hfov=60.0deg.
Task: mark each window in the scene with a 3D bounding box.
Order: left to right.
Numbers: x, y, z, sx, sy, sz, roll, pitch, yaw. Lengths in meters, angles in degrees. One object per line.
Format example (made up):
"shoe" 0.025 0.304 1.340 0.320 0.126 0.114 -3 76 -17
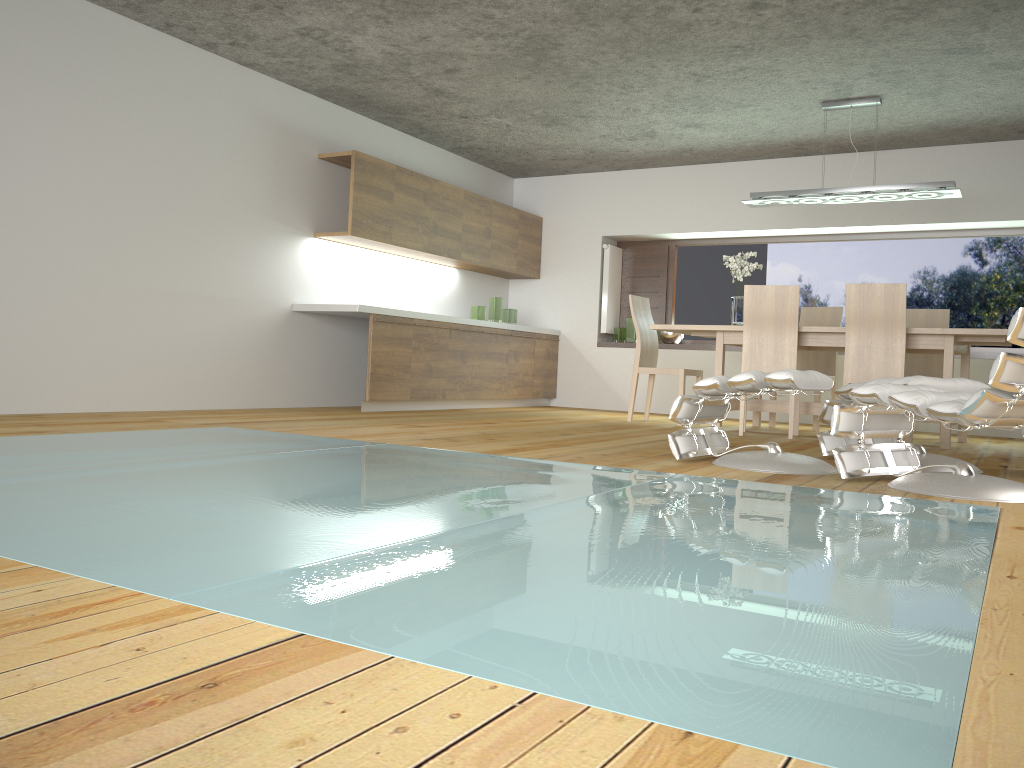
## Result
"window" 3.482 -0.844 8.147 4.189 0.978 0.012 3 0 30

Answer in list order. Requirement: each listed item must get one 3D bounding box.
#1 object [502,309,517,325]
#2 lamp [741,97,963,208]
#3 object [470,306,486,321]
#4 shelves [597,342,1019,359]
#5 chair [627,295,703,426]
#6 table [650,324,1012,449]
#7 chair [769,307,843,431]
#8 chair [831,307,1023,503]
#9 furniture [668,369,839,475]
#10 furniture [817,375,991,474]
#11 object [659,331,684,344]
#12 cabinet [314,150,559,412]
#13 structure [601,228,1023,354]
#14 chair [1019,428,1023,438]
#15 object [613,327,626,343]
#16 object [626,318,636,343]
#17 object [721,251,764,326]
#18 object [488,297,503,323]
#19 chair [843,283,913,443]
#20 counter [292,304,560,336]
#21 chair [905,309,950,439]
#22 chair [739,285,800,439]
"object" -0.025 -0.656 8.716 0.111 0.160 0.112 3 0 -35
"lamp" 2.475 -1.710 6.499 1.491 0.719 0.290 3 0 30
"object" -0.323 -0.665 8.493 0.112 0.160 0.111 3 0 -35
"shelves" 3.083 -0.287 8.083 4.873 0.054 0.403 3 1 30
"chair" 1.223 -0.196 7.117 0.506 1.017 0.404 2 0 33
"table" 2.379 0.001 6.401 2.502 0.756 1.199 3 1 33
"chair" 2.427 -0.144 7.268 0.404 1.017 0.506 2 0 41
"chair" 1.748 -0.077 3.335 0.569 0.969 0.914 3 0 -35
"furniture" 1.126 0.147 3.995 0.686 0.439 0.569 3 1 36
"furniture" 1.947 0.178 4.343 0.569 0.439 0.686 2 1 -25
"object" 1.604 -0.465 8.920 0.247 0.137 0.247 2 1 -25
"cabinet" -0.531 -0.791 8.167 0.656 2.004 3.090 2 0 30
"structure" 3.118 -0.829 8.109 4.878 1.154 0.525 3 0 30
"chair" 2.796 -0.040 3.905 0.914 0.969 0.569 3 0 40
"object" 1.125 -0.504 9.176 0.112 0.160 0.111 3 0 -20
"object" 1.230 -0.545 9.047 0.099 0.259 0.099 2 -1 35
"object" 1.766 -0.719 6.817 0.304 0.608 0.302 2 0 33
"object" -0.158 -0.707 8.575 0.099 0.259 0.099 3 -1 -35
"chair" 2.363 -0.117 5.730 0.404 1.017 0.506 2 0 29
"counter" -0.591 -0.563 8.083 0.653 0.054 3.283 3 1 30
"chair" 3.217 -0.102 6.974 0.404 1.017 0.506 2 0 29
"chair" 1.785 -0.151 6.131 0.404 1.017 0.506 2 0 19
